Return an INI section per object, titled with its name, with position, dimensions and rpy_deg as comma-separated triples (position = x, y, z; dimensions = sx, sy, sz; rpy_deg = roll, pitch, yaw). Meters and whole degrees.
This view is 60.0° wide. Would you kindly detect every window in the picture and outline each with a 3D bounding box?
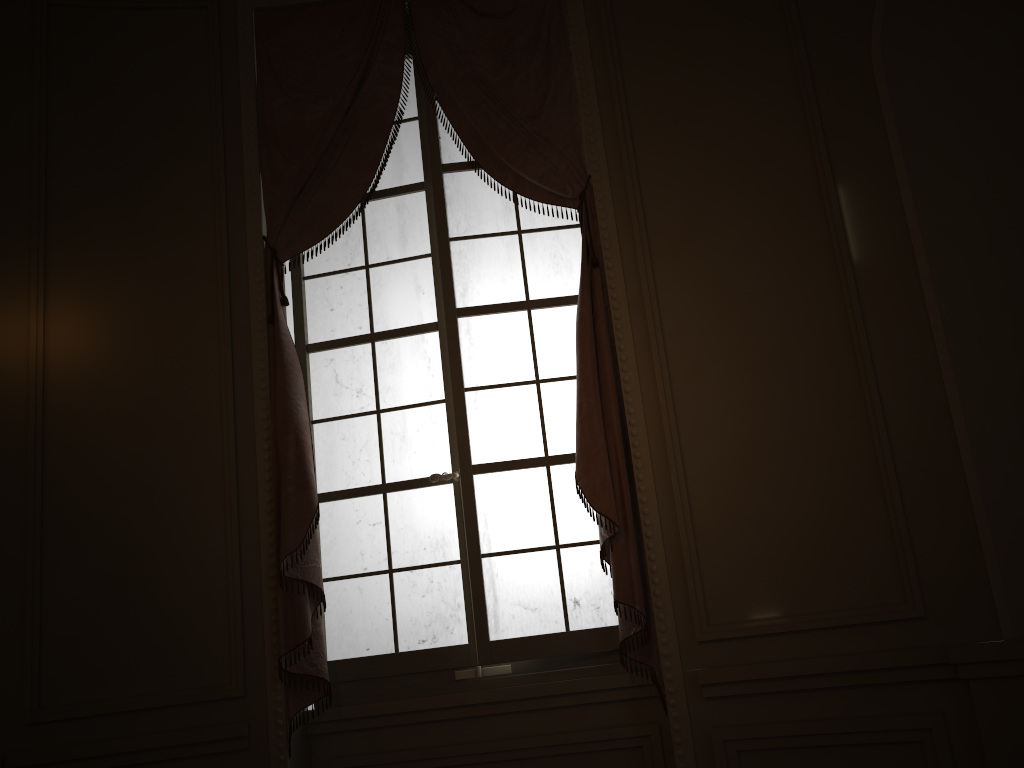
[window]
position = -0.258, -0.261, 3.495
dimensions = 1.302, 2.807, 0.155
rpy_deg = -9, -14, 8

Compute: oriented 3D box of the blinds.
[blinds]
position = -0.289, -0.256, 3.258
dimensions = 1.326, 2.946, 0.290
rpy_deg = -8, -14, 7
